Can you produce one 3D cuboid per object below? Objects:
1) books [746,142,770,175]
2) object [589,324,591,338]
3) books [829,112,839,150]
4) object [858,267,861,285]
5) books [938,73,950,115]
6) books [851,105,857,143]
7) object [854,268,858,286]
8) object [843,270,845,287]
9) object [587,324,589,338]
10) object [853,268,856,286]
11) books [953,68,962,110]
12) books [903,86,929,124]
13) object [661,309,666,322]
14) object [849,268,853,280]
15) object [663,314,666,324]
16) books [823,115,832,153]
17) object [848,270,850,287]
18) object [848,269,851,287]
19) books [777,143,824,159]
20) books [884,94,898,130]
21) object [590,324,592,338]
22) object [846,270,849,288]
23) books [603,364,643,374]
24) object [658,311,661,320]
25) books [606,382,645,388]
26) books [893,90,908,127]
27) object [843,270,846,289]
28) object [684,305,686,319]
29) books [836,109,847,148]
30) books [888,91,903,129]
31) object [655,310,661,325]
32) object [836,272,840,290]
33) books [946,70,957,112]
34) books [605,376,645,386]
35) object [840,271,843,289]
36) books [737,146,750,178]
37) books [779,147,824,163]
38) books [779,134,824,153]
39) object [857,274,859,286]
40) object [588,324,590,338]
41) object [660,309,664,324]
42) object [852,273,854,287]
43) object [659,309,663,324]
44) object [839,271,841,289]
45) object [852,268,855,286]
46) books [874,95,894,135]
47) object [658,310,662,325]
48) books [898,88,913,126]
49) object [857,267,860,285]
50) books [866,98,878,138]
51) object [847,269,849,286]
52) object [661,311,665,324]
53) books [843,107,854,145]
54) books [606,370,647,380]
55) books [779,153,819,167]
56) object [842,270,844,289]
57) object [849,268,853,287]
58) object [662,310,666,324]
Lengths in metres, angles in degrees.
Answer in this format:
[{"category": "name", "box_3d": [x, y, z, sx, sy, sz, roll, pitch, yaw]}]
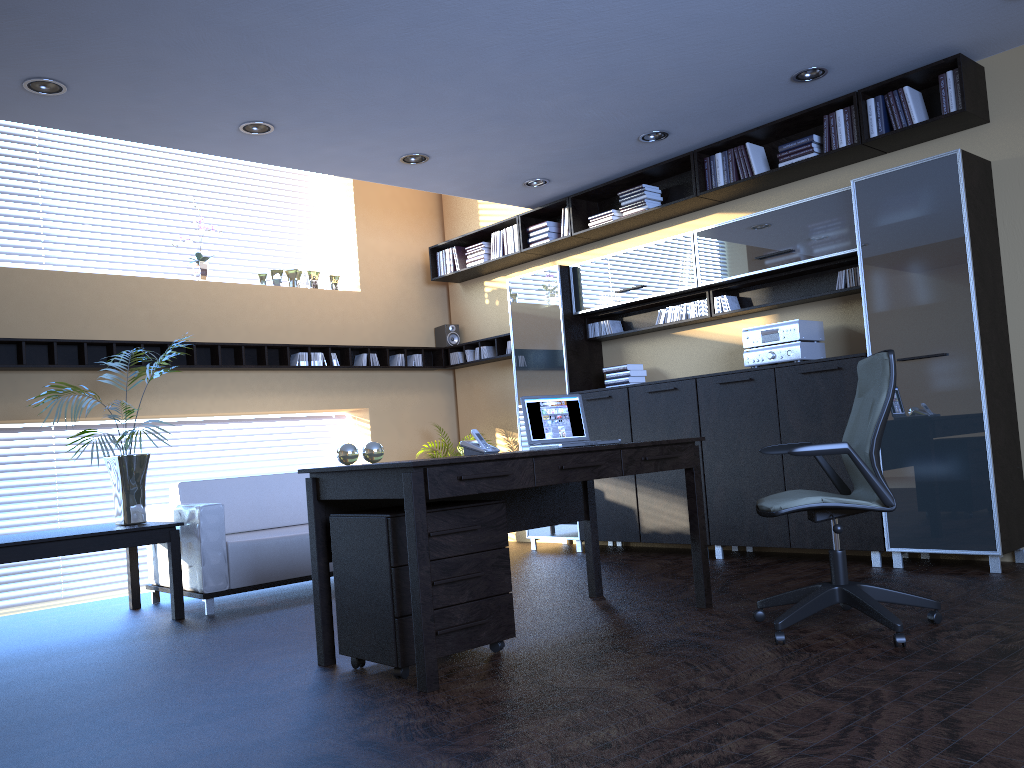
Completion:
[{"category": "books", "box_3d": [1.745, -1.568, 6.259, 0.207, 0.257, 0.072, -2, -4, -43]}, {"category": "object", "box_3d": [0.715, -0.451, 7.568, 0.140, 0.118, 0.006, -1, -4, -42]}, {"category": "books", "box_3d": [2.160, -1.631, 5.818, 0.207, 0.258, 0.050, -2, -4, -42]}, {"category": "object", "box_3d": [2.303, -0.701, 5.787, 0.142, 0.120, 0.009, -1, -4, -42]}, {"category": "books", "box_3d": [2.626, -1.703, 5.306, 0.207, 0.258, 0.050, -2, -4, -43]}, {"category": "books", "box_3d": [2.258, -1.647, 5.696, 0.207, 0.258, 0.050, -2, -4, -42]}, {"category": "object", "box_3d": [2.286, -0.698, 5.812, 0.142, 0.120, 0.009, -1, -4, -42]}, {"category": "object", "box_3d": [2.231, -0.689, 5.872, 0.140, 0.117, 0.026, -1, -4, -42]}, {"category": "object", "box_3d": [0.702, -0.449, 7.584, 0.142, 0.120, 0.009, -1, -4, -42]}, {"category": "object", "box_3d": [2.281, -0.696, 5.822, 0.142, 0.120, 0.009, -1, -4, -42]}, {"category": "books", "box_3d": [2.678, -1.713, 5.231, 0.207, 0.258, 0.050, -2, -4, -43]}, {"category": "books", "box_3d": [2.487, -1.683, 5.437, 0.207, 0.259, 0.075, -2, -4, -43]}, {"category": "object", "box_3d": [1.237, -0.529, 6.993, 0.142, 0.112, 0.059, -1, -4, -42]}, {"category": "object", "box_3d": [2.264, -0.694, 5.832, 0.142, 0.124, 0.009, -1, -4, -42]}, {"category": "object", "box_3d": [1.246, -0.530, 6.988, 0.142, 0.112, 0.059, -1, -4, -42]}, {"category": "books", "box_3d": [2.122, -1.625, 5.856, 0.207, 0.260, 0.055, -2, -4, -42]}, {"category": "object", "box_3d": [2.258, -0.692, 5.855, 0.142, 0.120, 0.009, -1, -4, -42]}, {"category": "object", "box_3d": [2.262, -0.693, 5.845, 0.142, 0.120, 0.009, -1, -4, -42]}, {"category": "books", "box_3d": [1.972, -1.571, 6.028, 0.207, 0.031, 0.259, -1, -5, -43]}, {"category": "books", "box_3d": [2.418, -1.670, 5.546, 0.207, 0.259, 0.075, -2, -4, -42]}, {"category": "object", "box_3d": [0.722, -0.452, 7.561, 0.140, 0.118, 0.006, -1, -4, -42]}, {"category": "object", "box_3d": [2.250, -0.691, 5.861, 0.142, 0.120, 0.009, -1, -4, -42]}, {"category": "books", "box_3d": [0.909, -0.124, 7.264, 0.207, 0.050, 0.259, -1, -5, -43]}, {"category": "object", "box_3d": [1.213, -0.525, 7.025, 0.142, 0.112, 0.059, -1, -4, -42]}, {"category": "books", "box_3d": [0.932, 0.027, 7.240, 0.207, 0.050, 0.259, -1, -5, -42]}, {"category": "books", "box_3d": [2.448, -1.677, 5.488, 0.207, 0.259, 0.075, -2, -4, -41]}, {"category": "object", "box_3d": [2.237, -0.689, 5.877, 0.142, 0.120, 0.030, -1, -4, -42]}, {"category": "object", "box_3d": [1.376, -0.555, 6.831, 0.140, 0.116, 0.036, -1, -4, -42]}, {"category": "books", "box_3d": [2.188, -1.636, 5.773, 0.207, 0.258, 0.050, -2, -4, -42]}, {"category": "books", "box_3d": [2.424, -1.673, 5.508, 0.207, 0.259, 0.075, -2, -4, -42]}, {"category": "object", "box_3d": [1.198, -0.524, 7.026, 0.142, 0.112, 0.059, -1, -4, -42]}, {"category": "object", "box_3d": [2.207, -0.683, 5.912, 0.142, 0.118, 0.040, -1, -4, -42]}, {"category": "books", "box_3d": [2.648, -1.708, 5.265, 0.207, 0.258, 0.036, -2, -4, -42]}, {"category": "books", "box_3d": [0.924, -0.023, 7.254, 0.207, 0.050, 0.259, -1, -5, -42]}, {"category": "object", "box_3d": [2.224, -0.687, 5.893, 0.142, 0.120, 0.030, -1, -4, -42]}, {"category": "books", "box_3d": [1.704, -1.560, 6.325, 0.207, 0.259, 0.075, -2, -4, -42]}, {"category": "books", "box_3d": [1.983, -1.541, 6.017, 0.207, 0.031, 0.259, -1, -5, -42]}, {"category": "books", "box_3d": [1.977, -1.613, 6.008, 0.207, 0.050, 0.259, -1, -5, -42]}, {"category": "object", "box_3d": [2.300, -0.699, 5.812, 0.140, 0.118, 0.006, -1, -4, -42]}, {"category": "object", "box_3d": [0.707, -0.450, 7.575, 0.142, 0.120, 0.009, -1, -4, -42]}, {"category": "object", "box_3d": [1.227, -0.528, 6.997, 0.140, 0.109, 0.055, -1, -4, -42]}, {"category": "object", "box_3d": [2.279, -0.696, 5.833, 0.142, 0.120, 0.009, -1, -4, -42]}, {"category": "object", "box_3d": [1.222, -0.527, 7.007, 0.142, 0.112, 0.059, -1, -4, -42]}, {"category": "object", "box_3d": [2.217, -0.686, 5.901, 0.142, 0.120, 0.030, -1, -4, -42]}, {"category": "object", "box_3d": [2.273, -0.696, 5.814, 0.140, 0.118, 0.006, -1, -4, -42]}, {"category": "books", "box_3d": [2.359, -1.663, 5.579, 0.207, 0.258, 0.050, -2, -4, -42]}, {"category": "object", "box_3d": [1.216, -0.526, 7.014, 0.142, 0.112, 0.059, -1, -4, -42]}, {"category": "books", "box_3d": [2.467, -1.680, 5.462, 0.207, 0.259, 0.075, -2, -4, -42]}, {"category": "object", "box_3d": [2.299, -0.700, 5.797, 0.142, 0.120, 0.009, -1, -4, -42]}, {"category": "books", "box_3d": [2.325, -1.658, 5.618, 0.207, 0.258, 0.050, -2, -4, -43]}, {"category": "object", "box_3d": [2.253, -0.692, 5.851, 0.140, 0.118, 0.006, -1, -4, -42]}, {"category": "object", "box_3d": [1.237, -0.529, 6.992, 0.140, 0.109, 0.055, -1, -4, -42]}, {"category": "books", "box_3d": [2.224, -1.642, 5.735, 0.207, 0.258, 0.050, -2, -4, -42]}, {"category": "books", "box_3d": [0.935, -0.075, 7.253, 0.207, 0.050, 0.259, -1, -5, -42]}, {"category": "books", "box_3d": [1.984, -1.497, 6.028, 0.207, 0.050, 0.259, -1, -5, -43]}, {"category": "object", "box_3d": [2.231, -0.688, 5.886, 0.142, 0.120, 0.030, -1, -4, -42]}, {"category": "object", "box_3d": [2.261, -0.694, 5.831, 0.142, 0.120, 0.009, -1, -4, -42]}, {"category": "object", "box_3d": [1.241, -0.530, 6.983, 0.140, 0.109, 0.055, -1, -4, -42]}]
